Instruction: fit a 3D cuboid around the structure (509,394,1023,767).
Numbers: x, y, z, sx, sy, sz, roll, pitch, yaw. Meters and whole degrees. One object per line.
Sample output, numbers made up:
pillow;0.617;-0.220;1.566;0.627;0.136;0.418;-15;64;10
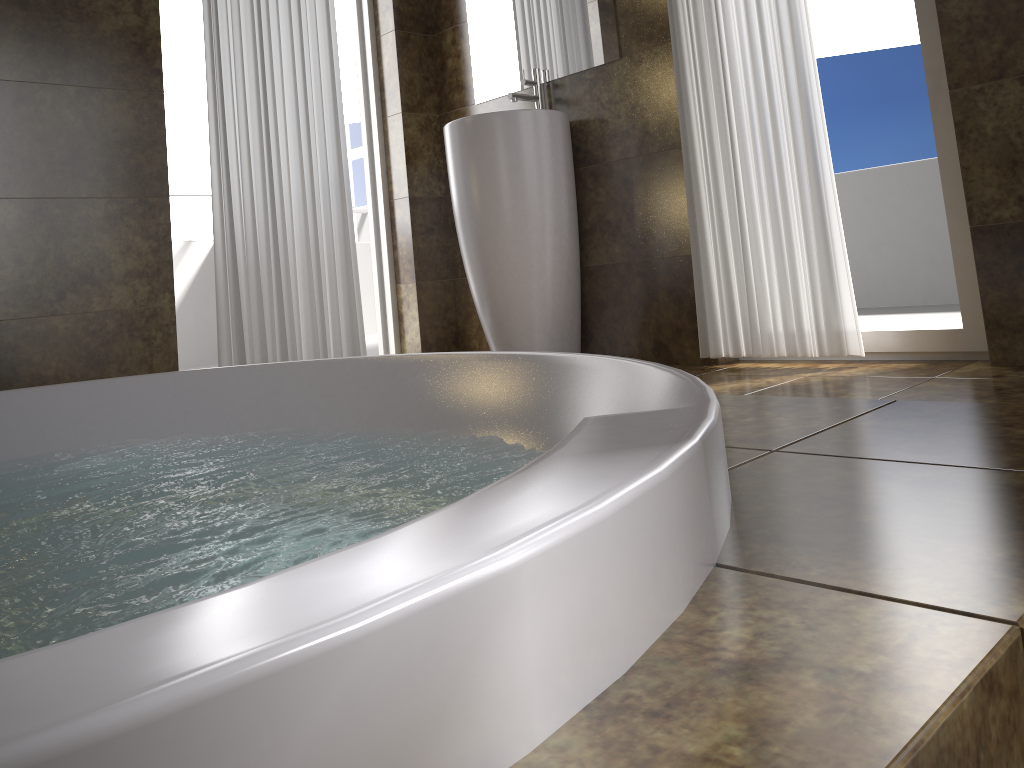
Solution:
structure;-0.648;0.225;0.940;2.027;0.124;1.984;-12;9;-44

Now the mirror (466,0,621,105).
mirror;0.065;-1.697;3.373;0.008;1.098;0.756;1;-5;-44

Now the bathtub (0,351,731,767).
bathtub;-0.651;0.217;0.941;1.758;0.525;1.743;-7;6;-13

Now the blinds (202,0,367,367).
blinds;-0.859;-1.114;3.193;0.604;2.293;0.066;-1;-8;-43

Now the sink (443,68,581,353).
sink;0.003;-0.605;3.105;0.440;1.145;0.449;-2;-6;-41

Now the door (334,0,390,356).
door;-1.002;-1.151;4.021;0.946;2.243;0.040;-8;-7;35

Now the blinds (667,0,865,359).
blinds;0.681;-1.207;2.691;0.068;2.281;0.508;1;-8;-45
